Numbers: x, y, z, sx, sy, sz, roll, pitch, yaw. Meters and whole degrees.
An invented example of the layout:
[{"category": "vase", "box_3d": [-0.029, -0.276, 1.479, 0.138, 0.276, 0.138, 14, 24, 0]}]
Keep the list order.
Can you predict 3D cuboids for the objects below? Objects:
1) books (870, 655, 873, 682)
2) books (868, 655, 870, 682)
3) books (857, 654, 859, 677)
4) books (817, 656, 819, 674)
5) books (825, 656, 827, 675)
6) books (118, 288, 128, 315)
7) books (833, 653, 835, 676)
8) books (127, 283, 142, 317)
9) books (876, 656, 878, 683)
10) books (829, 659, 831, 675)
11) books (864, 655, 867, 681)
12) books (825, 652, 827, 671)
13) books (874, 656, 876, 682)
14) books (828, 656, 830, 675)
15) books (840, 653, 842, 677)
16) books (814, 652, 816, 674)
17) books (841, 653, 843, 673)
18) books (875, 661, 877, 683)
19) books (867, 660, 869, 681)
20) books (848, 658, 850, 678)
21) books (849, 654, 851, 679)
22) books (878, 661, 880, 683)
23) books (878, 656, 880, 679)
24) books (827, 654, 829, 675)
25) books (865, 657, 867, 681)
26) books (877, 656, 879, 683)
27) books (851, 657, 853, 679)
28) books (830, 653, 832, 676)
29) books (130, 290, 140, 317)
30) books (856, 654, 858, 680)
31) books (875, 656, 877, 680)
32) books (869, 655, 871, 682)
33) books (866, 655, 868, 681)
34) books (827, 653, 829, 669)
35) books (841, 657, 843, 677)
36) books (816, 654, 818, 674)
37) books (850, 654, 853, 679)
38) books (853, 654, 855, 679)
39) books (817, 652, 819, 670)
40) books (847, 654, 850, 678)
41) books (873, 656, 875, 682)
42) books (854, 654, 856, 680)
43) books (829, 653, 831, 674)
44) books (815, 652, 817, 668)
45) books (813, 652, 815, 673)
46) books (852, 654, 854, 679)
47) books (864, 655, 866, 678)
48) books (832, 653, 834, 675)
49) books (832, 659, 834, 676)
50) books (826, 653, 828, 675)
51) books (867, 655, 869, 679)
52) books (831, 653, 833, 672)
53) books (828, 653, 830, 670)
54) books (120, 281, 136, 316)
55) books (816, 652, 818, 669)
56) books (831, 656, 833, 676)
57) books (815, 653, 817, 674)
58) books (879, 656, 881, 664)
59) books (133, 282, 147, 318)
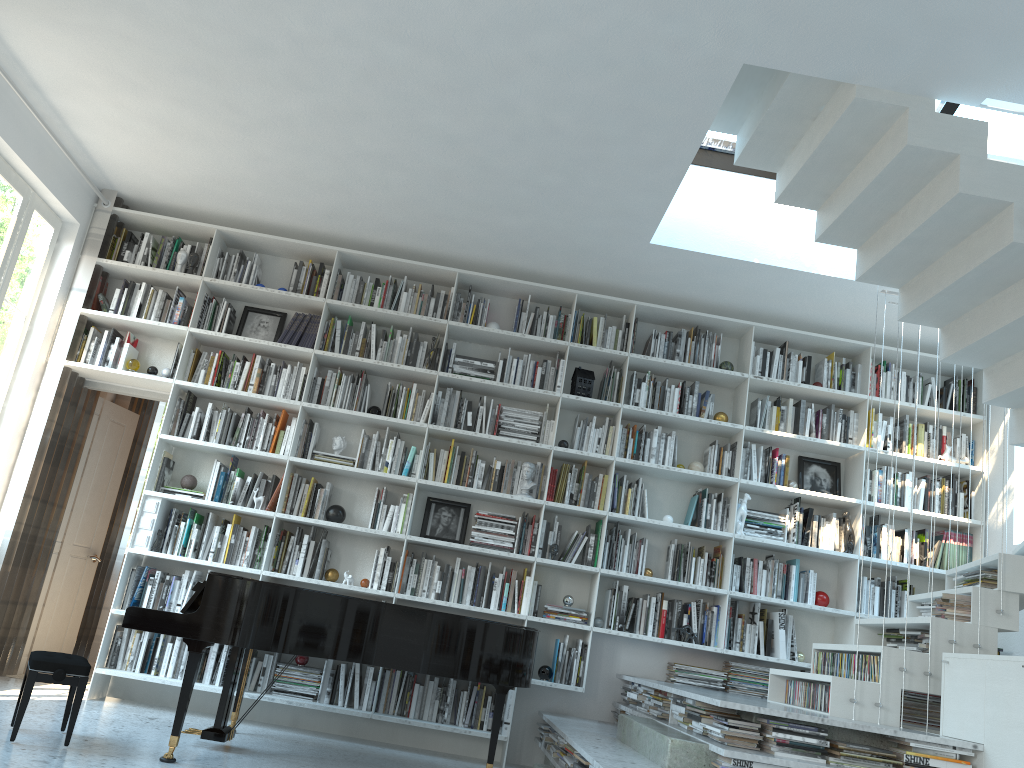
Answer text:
[{"category": "books", "box_3d": [1.799, 1.389, 4.296, 0.125, 0.125, 0.011, 10, -15, -1]}, {"category": "books", "box_3d": [1.797, 1.393, 4.313, 0.125, 0.125, 0.007, 10, -15, -1]}, {"category": "books", "box_3d": [1.789, 1.426, 4.433, 0.125, 0.125, 0.009, 10, -15, -1]}, {"category": "books", "box_3d": [1.754, 1.557, 4.904, 0.125, 0.125, 0.008, 10, -15, -1]}, {"category": "books", "box_3d": [1.762, 1.528, 4.801, 0.125, 0.125, 0.007, 10, -15, -1]}, {"category": "books", "box_3d": [-2.649, -0.523, 6.097, 0.022, 0.227, 0.172, 10, -16, -1]}, {"category": "books", "box_3d": [1.769, 1.502, 4.705, 0.125, 0.125, 0.008, 10, -15, -1]}, {"category": "books", "box_3d": [-2.598, -0.538, 6.124, 0.028, 0.287, 0.133, 10, -15, -1]}, {"category": "books", "box_3d": [1.803, 1.373, 4.232, 0.125, 0.123, 0.036, 10, -15, -1]}, {"category": "books", "box_3d": [1.766, 1.514, 4.748, 0.125, 0.125, 0.008, 10, -15, -1]}, {"category": "books", "box_3d": [1.795, 1.404, 4.350, 0.125, 0.125, 0.010, 10, -15, -1]}, {"category": "books", "box_3d": [1.761, 1.531, 4.809, 0.125, 0.125, 0.010, 10, -15, -1]}, {"category": "books", "box_3d": [1.801, 1.379, 4.255, 0.125, 0.123, 0.034, 10, -15, -1]}, {"category": "books", "box_3d": [1.765, 1.518, 4.764, 0.125, 0.125, 0.008, 10, -15, -1]}, {"category": "books", "box_3d": [1.775, 1.478, 4.621, 0.125, 0.125, 0.007, 10, -15, -1]}, {"category": "books", "box_3d": [1.751, 1.569, 4.948, 0.125, 0.125, 0.009, 10, -15, -1]}, {"category": "books", "box_3d": [1.776, 1.476, 4.613, 0.125, 0.125, 0.007, 10, -15, -1]}, {"category": "books", "box_3d": [1.802, 1.377, 4.248, 0.125, 0.123, 0.034, 10, -15, -1]}, {"category": "books", "box_3d": [1.797, 1.395, 4.320, 0.125, 0.125, 0.008, 10, -15, -1]}, {"category": "books", "box_3d": [1.782, 1.452, 4.526, 0.125, 0.125, 0.009, 10, -15, -1]}, {"category": "books", "box_3d": [1.783, 1.450, 4.516, 0.125, 0.125, 0.011, 10, -15, -1]}, {"category": "books", "box_3d": [1.804, 1.369, 4.218, 0.125, 0.123, 0.034, 10, -15, -1]}, {"category": "books", "box_3d": [1.805, 1.367, 4.210, 0.125, 0.123, 0.036, 10, -15, -1]}, {"category": "books", "box_3d": [1.764, 1.522, 4.778, 0.125, 0.125, 0.007, 10, -15, -1]}, {"category": "books", "box_3d": [1.795, 1.402, 4.343, 0.125, 0.125, 0.010, 10, -15, -1]}, {"category": "books", "box_3d": [1.803, 1.371, 4.225, 0.125, 0.123, 0.035, 10, -15, -1]}, {"category": "books", "box_3d": [1.784, 1.444, 4.496, 0.125, 0.125, 0.016, 10, -15, -1]}, {"category": "books", "box_3d": [1.766, 1.511, 4.740, 0.125, 0.125, 0.008, 10, -15, -1]}, {"category": "books", "box_3d": [-2.576, -0.510, 6.117, 0.024, 0.238, 0.156, 10, -15, -1]}, {"category": "books", "box_3d": [1.788, 1.430, 4.447, 0.125, 0.125, 0.018, 10, -15, -1]}, {"category": "books", "box_3d": [1.802, 1.375, 4.240, 0.125, 0.123, 0.035, 10, -15, -1]}, {"category": "books", "box_3d": [1.798, 1.391, 4.305, 0.125, 0.125, 0.008, 10, -15, -1]}, {"category": "books", "box_3d": [1.796, 1.399, 4.335, 0.125, 0.125, 0.008, 10, -15, -1]}, {"category": "books", "box_3d": [1.763, 1.524, 4.786, 0.125, 0.125, 0.009, 10, -15, -1]}, {"category": "books", "box_3d": [1.776, 1.474, 4.606, 0.125, 0.125, 0.007, 10, -15, -1]}, {"category": "books", "box_3d": [1.753, 1.561, 4.919, 0.125, 0.125, 0.009, 10, -15, -1]}, {"category": "books", "box_3d": [1.783, 1.447, 4.507, 0.125, 0.125, 0.009, 10, -15, -1]}, {"category": "books", "box_3d": [1.786, 1.438, 4.474, 0.125, 0.125, 0.009, 10, -15, -1]}, {"category": "books", "box_3d": [1.754, 1.559, 4.911, 0.125, 0.125, 0.007, 10, -15, -1]}, {"category": "books", "box_3d": [1.781, 1.455, 4.535, 0.125, 0.125, 0.013, 10, -15, -1]}, {"category": "books", "box_3d": [1.801, 1.381, 4.263, 0.125, 0.122, 0.037, 10, -15, -1]}, {"category": "books", "box_3d": [1.786, 1.436, 4.466, 0.125, 0.125, 0.007, 10, -15, -1]}, {"category": "books", "box_3d": [1.765, 1.516, 4.756, 0.125, 0.125, 0.008, 10, -15, -1]}, {"category": "books", "box_3d": [1.752, 1.567, 4.940, 0.125, 0.125, 0.008, 10, -15, -1]}, {"category": "books", "box_3d": [1.750, 1.573, 4.963, 0.125, 0.125, 0.009, 10, -15, -1]}, {"category": "books", "box_3d": [1.785, 1.440, 4.482, 0.125, 0.125, 0.013, 10, -15, -1]}, {"category": "books", "box_3d": [1.794, 1.405, 4.357, 0.125, 0.125, 0.009, 10, -15, -1]}, {"category": "books", "box_3d": [1.768, 1.505, 4.719, 0.125, 0.125, 0.007, 10, -15, -1]}, {"category": "books", "box_3d": [1.768, 1.503, 4.712, 0.125, 0.125, 0.008, 10, -15, -1]}, {"category": "books", "box_3d": [1.762, 1.526, 4.793, 0.125, 0.125, 0.009, 10, -15, -1]}, {"category": "books", "box_3d": [1.796, 1.397, 4.327, 0.125, 0.125, 0.008, 10, -15, -1]}, {"category": "books", "box_3d": [1.767, 1.509, 4.733, 0.125, 0.125, 0.007, 10, -15, -1]}, {"category": "books", "box_3d": [1.764, 1.520, 4.770, 0.125, 0.125, 0.008, 10, -15, -1]}, {"category": "books", "box_3d": [-2.621, -0.546, 6.101, 0.023, 0.281, 0.186, 10, -15, -1]}, {"category": "books", "box_3d": [1.753, 1.563, 4.926, 0.125, 0.125, 0.008, 10, -15, -1]}, {"category": "books", "box_3d": [1.767, 1.507, 4.726, 0.125, 0.125, 0.007, 10, -15, -1]}, {"category": "books", "box_3d": [1.752, 1.565, 4.933, 0.125, 0.125, 0.007, 10, -15, -1]}, {"category": "books", "box_3d": [1.805, 1.364, 4.202, 0.125, 0.123, 0.034, 10, -15, -1]}, {"category": "books", "box_3d": [-2.538, -0.534, 6.099, 0.021, 0.285, 0.179, 10, -15, -1]}]
